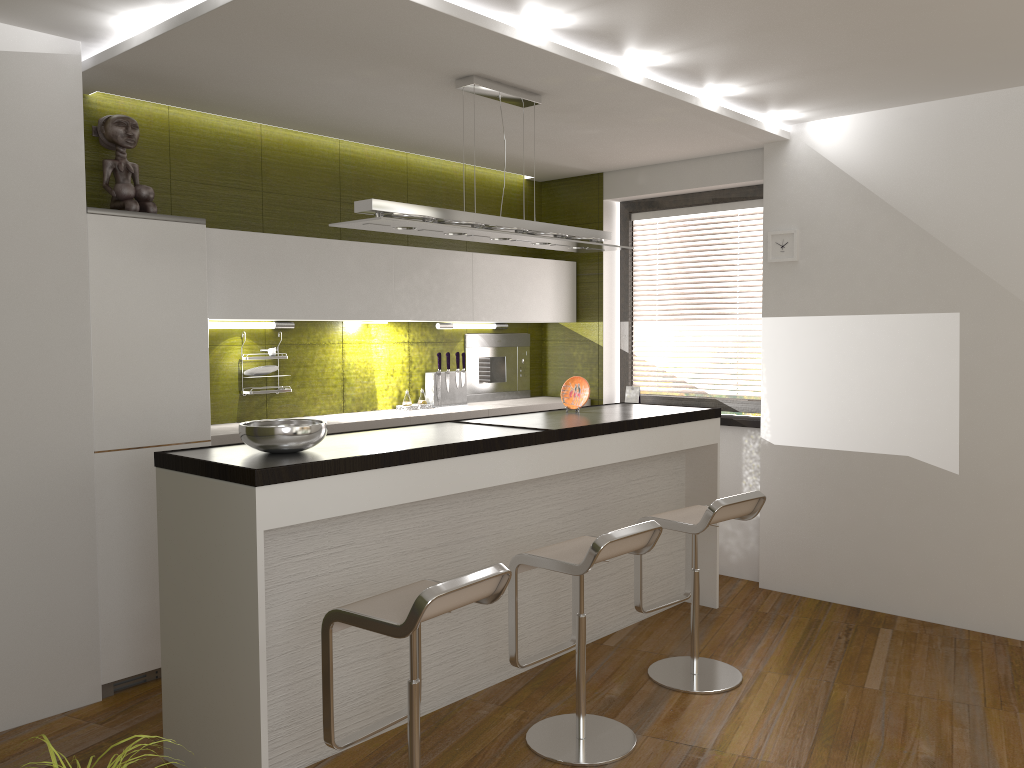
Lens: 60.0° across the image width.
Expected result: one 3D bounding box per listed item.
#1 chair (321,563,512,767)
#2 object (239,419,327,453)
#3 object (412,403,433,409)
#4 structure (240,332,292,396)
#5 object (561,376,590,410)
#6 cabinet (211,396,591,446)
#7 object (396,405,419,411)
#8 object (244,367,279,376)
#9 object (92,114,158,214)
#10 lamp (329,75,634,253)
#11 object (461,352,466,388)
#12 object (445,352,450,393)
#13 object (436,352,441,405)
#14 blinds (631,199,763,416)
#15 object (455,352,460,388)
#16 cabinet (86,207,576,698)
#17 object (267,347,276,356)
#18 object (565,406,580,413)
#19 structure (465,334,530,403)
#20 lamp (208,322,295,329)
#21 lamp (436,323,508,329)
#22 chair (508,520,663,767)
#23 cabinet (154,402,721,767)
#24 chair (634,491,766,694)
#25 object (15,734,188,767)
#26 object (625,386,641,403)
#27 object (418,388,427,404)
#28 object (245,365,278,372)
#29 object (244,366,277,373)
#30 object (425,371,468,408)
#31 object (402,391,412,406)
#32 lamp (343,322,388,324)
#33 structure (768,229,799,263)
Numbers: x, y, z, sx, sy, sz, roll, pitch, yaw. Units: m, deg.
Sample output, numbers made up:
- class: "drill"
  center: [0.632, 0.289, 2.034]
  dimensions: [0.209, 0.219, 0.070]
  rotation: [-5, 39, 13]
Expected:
- class: "chair"
  center: [-0.287, 0.973, 2.724]
  dimensions: [0.460, 0.857, 0.418]
  rotation: [2, 4, 37]
- class: "object"
  center: [-0.830, 0.193, 3.224]
  dimensions: [0.311, 0.105, 0.311]
  rotation: [-3, 4, -35]
- class: "object"
  center: [-0.564, 0.141, 5.584]
  dimensions: [0.107, 0.032, 0.107]
  rotation: [-3, 4, -36]
- class: "structure"
  center: [-1.329, -0.110, 4.790]
  dimensions: [0.110, 0.346, 0.266]
  rotation: [3, 4, 42]
- class: "object"
  center: [0.341, 0.047, 4.772]
  dimensions: [0.184, 0.178, 0.055]
  rotation: [2, 4, 38]
- class: "cabinet"
  center: [-0.592, 0.709, 5.397]
  dimensions: [0.465, 1.086, 2.940]
  rotation: [3, 4, 42]
- class: "object"
  center: [-0.647, 0.148, 5.473]
  dimensions: [0.107, 0.032, 0.107]
  rotation: [3, 4, 42]
- class: "object"
  center: [-1.337, -0.068, 4.733]
  dimensions: [0.173, 0.052, 0.181]
  rotation: [3, 4, 42]
- class: "object"
  center: [-1.769, -1.002, 4.073]
  dimensions: [0.304, 0.488, 0.195]
  rotation: [2, 4, 39]
- class: "lamp"
  center: [-0.053, -1.002, 4.040]
  dimensions: [0.326, 0.683, 1.677]
  rotation: [3, 4, 42]
- class: "object"
  center: [-0.320, -0.090, 5.777]
  dimensions: [0.013, 0.231, 0.040]
  rotation: [3, 4, 42]
- class: "object"
  center: [-0.413, -0.072, 5.675]
  dimensions: [0.013, 0.264, 0.042]
  rotation: [3, 4, 42]
- class: "object"
  center: [-0.466, -0.031, 5.618]
  dimensions: [0.013, 0.339, 0.046]
  rotation: [3, 4, 42]
- class: "blinds"
  center: [1.045, -3.295, 9.924]
  dimensions: [16.000, 12.704, 9.030]
  rotation: [-1, 3, -9]
- class: "object"
  center: [-0.353, -0.087, 5.740]
  dimensions: [0.013, 0.243, 0.036]
  rotation: [3, 4, 42]
- class: "cabinet"
  center: [-0.863, 0.216, 5.252]
  dimensions: [0.724, 2.089, 3.471]
  rotation: [3, 4, 42]
- class: "object"
  center: [-1.308, -0.174, 4.826]
  dimensions: [0.046, 0.053, 0.051]
  rotation: [-1, 3, -17]
- class: "object"
  center: [0.342, 0.085, 4.773]
  dimensions: [0.088, 0.131, 0.072]
  rotation: [2, 4, 37]
- class: "structure"
  center: [-0.090, -0.117, 6.242]
  dimensions: [0.015, 0.469, 0.663]
  rotation: [3, 4, 42]
- class: "lamp"
  center: [-1.464, -0.310, 4.686]
  dimensions: [0.041, 0.041, 0.715]
  rotation: [3, 4, 42]
- class: "lamp"
  center: [-0.259, -0.390, 5.987]
  dimensions: [0.095, 0.041, 0.716]
  rotation: [3, 4, 41]
- class: "chair"
  center: [0.277, 0.935, 3.354]
  dimensions: [0.460, 0.857, 0.418]
  rotation: [3, 4, 42]
- class: "cabinet"
  center: [-0.059, 0.755, 4.104]
  dimensions: [0.663, 1.134, 2.947]
  rotation: [3, 4, 42]
- class: "chair"
  center: [0.841, 0.896, 3.985]
  dimensions: [0.418, 0.857, 0.460]
  rotation: [-3, 4, -43]
- class: "object"
  center: [-0.683, 1.024, 1.451]
  dimensions: [0.585, 0.904, 0.606]
  rotation: [0, 3, 10]
- class: "object"
  center: [0.833, 0.101, 6.108]
  dimensions: [0.106, 0.169, 0.057]
  rotation: [2, 4, 36]
- class: "object"
  center: [-0.564, 0.086, 5.581]
  dimensions: [0.059, 0.121, 0.059]
  rotation: [0, 3, 9]
- class: "object"
  center: [-1.339, -0.074, 4.733]
  dimensions: [0.173, 0.052, 0.181]
  rotation: [3, 4, 42]
- class: "object"
  center: [-1.338, -0.071, 4.733]
  dimensions: [0.173, 0.052, 0.181]
  rotation: [3, 4, 42]
- class: "object"
  center: [-0.424, 0.036, 5.728]
  dimensions: [0.107, 0.227, 0.293]
  rotation: [3, 4, 42]
- class: "object"
  center: [-0.647, 0.093, 5.470]
  dimensions: [0.059, 0.121, 0.059]
  rotation: [0, 3, -2]
- class: "lamp"
  center: [-0.882, -0.370, 5.357]
  dimensions: [0.008, 0.008, 0.334]
  rotation: [3, 4, 42]
- class: "structure"
  center: [1.585, -0.805, 5.187]
  dimensions: [0.180, 0.180, 0.026]
  rotation: [3, 4, 42]
